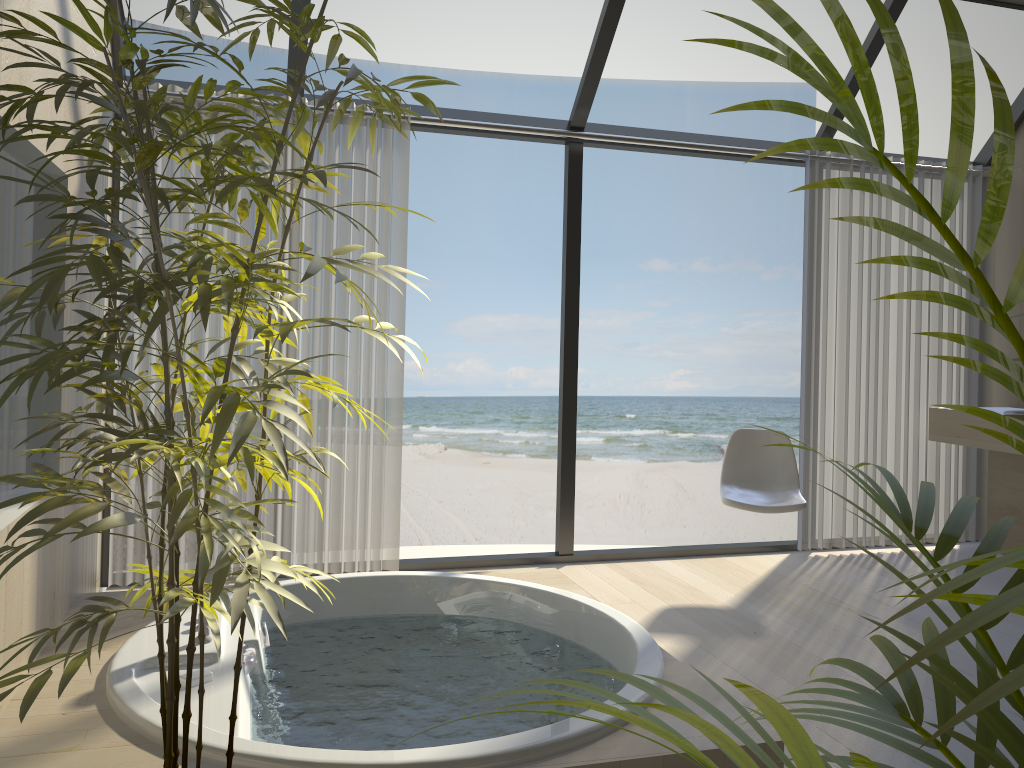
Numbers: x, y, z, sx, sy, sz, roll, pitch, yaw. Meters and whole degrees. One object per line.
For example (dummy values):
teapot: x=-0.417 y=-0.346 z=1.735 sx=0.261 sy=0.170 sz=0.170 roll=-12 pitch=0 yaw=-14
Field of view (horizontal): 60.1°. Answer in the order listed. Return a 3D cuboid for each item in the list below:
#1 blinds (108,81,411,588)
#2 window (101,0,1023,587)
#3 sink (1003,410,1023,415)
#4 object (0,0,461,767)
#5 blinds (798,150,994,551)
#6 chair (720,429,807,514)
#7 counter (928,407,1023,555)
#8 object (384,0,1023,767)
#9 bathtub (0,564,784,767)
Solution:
blinds: x=-1.053 y=-0.206 z=3.799 sx=1.182 sy=2.071 sz=0.084 roll=1 pitch=-1 yaw=-17
window: x=0.577 y=-0.522 z=4.091 sx=4.558 sy=2.815 sz=0.745 roll=1 pitch=0 yaw=-17
sink: x=2.613 y=0.140 z=4.149 sx=0.504 sy=0.419 sz=0.574 roll=1 pitch=2 yaw=-13
object: x=-0.556 y=0.121 z=1.398 sx=0.787 sy=1.757 sz=0.935 roll=1 pitch=0 yaw=8
blinds: x=2.061 y=-0.176 z=4.740 sx=1.182 sy=2.071 sz=0.084 roll=1 pitch=-1 yaw=-17
chair: x=1.157 y=0.401 z=4.099 sx=0.369 sy=0.347 sz=0.454 roll=2 pitch=2 yaw=12
counter: x=2.638 y=0.553 z=4.191 sx=0.550 sy=0.791 sz=1.206 roll=1 pitch=2 yaw=-17
object: x=0.472 y=0.385 z=0.579 sx=1.064 sy=1.346 sz=0.874 roll=1 pitch=1 yaw=-28
bathtub: x=-0.453 y=0.878 z=2.661 sx=1.820 sy=0.698 sz=1.649 roll=1 pitch=2 yaw=-17
